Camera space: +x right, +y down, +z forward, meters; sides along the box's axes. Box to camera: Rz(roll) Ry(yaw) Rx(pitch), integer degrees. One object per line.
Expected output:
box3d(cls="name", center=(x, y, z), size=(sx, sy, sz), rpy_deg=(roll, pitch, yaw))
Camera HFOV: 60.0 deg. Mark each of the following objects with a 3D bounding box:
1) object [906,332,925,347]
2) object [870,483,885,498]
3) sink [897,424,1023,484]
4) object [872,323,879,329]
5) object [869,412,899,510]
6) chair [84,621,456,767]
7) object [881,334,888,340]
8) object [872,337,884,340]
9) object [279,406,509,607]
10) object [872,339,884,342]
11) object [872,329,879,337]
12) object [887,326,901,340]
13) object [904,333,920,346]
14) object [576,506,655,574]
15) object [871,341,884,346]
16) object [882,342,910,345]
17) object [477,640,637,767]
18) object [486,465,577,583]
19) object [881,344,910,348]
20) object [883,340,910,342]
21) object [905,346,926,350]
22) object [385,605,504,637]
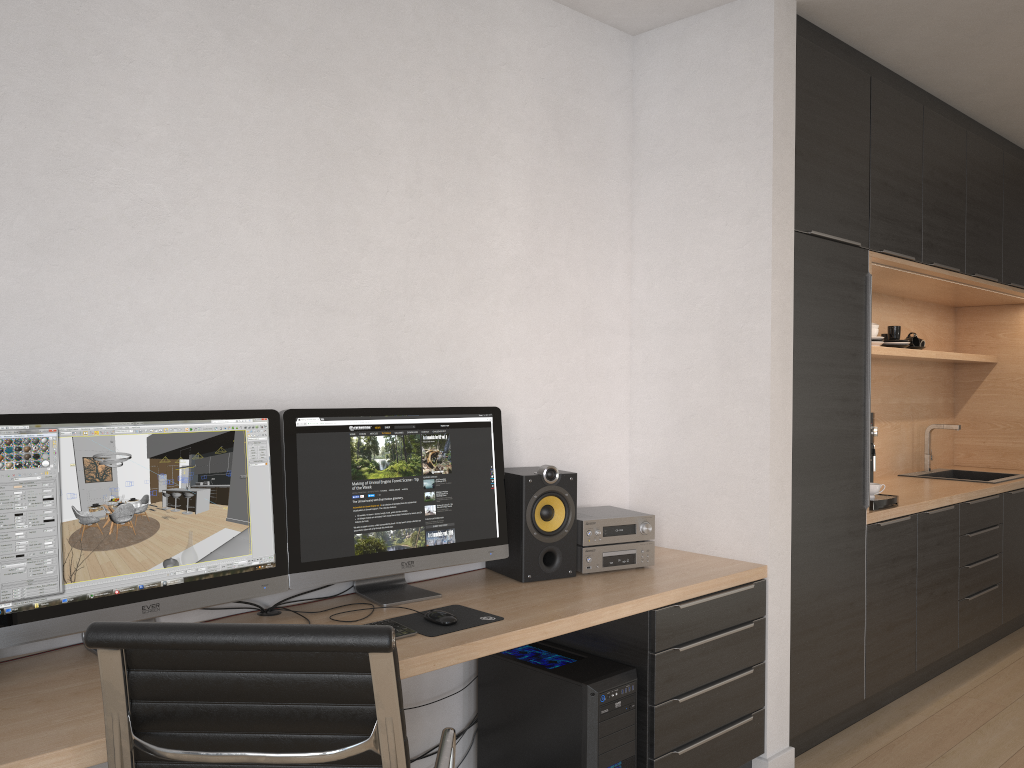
box3d(cls="object", center=(2.259, -0.244, 4.969), size=(0.066, 0.093, 0.100), rpy_deg=(1, 0, -34))
box3d(cls="object", center=(1.513, 0.451, 3.758), size=(0.095, 0.057, 0.099), rpy_deg=(1, 0, -41))
box3d(cls="sink", center=(2.596, 0.495, 5.081), size=(0.626, 0.518, 0.512), rpy_deg=(0, 0, -44))
box3d(cls="object", center=(1.796, -0.281, 4.466), size=(0.095, 0.075, 0.098), rpy_deg=(1, 0, -32))
box3d(cls="object", center=(1.498, 0.320, 4.021), size=(0.618, 0.398, 0.584), rpy_deg=(0, 0, -44))
box3d(cls="chair", center=(-0.425, 0.853, 1.614), size=(0.664, 0.991, 0.699), rpy_deg=(1, 0, 7))
box3d(cls="object", center=(2.072, -0.230, 4.874), size=(0.066, 0.092, 0.084), rpy_deg=(1, 0, -38))
box3d(cls="object", center=(1.796, -0.223, 4.466), size=(0.145, 0.025, 0.145), rpy_deg=(1, 0, 33))
box3d(cls="object", center=(-0.324, 0.334, 2.520), size=(0.716, 0.535, 0.190), rpy_deg=(1, 0, -39))
box3d(cls="object", center=(1.797, -0.209, 4.469), size=(0.145, 0.025, 0.145), rpy_deg=(1, 0, 33))
box3d(cls="object", center=(1.796, -0.247, 4.470), size=(0.095, 0.057, 0.099), rpy_deg=(1, 0, 18))
box3d(cls="object", center=(2.037, -0.263, 4.725), size=(0.066, 0.092, 0.084), rpy_deg=(1, 0, 15))
box3d(cls="object", center=(2.208, -0.239, 4.931), size=(0.066, 0.093, 0.100), rpy_deg=(1, 0, -29))
box3d(cls="object", center=(0.289, 0.519, 2.975), size=(0.285, 0.174, 0.270), rpy_deg=(1, 0, -29))
box3d(cls="object", center=(1.796, -0.198, 4.466), size=(0.145, 0.025, 0.145), rpy_deg=(1, 0, 33))
box3d(cls="object", center=(2.045, -0.208, 4.731), size=(0.145, 0.025, 0.145), rpy_deg=(1, 0, -31))
box3d(cls="object", center=(0.134, 1.091, 2.670), size=(0.215, 0.527, 0.474), rpy_deg=(0, 0, -44))
box3d(cls="object", center=(0.062, 0.428, 2.838), size=(0.198, 0.354, 0.249), rpy_deg=(1, 0, -29))
box3d(cls="object", center=(2.042, -0.196, 4.730), size=(0.145, 0.025, 0.145), rpy_deg=(1, 0, -31))
box3d(cls="object", center=(2.042, -0.220, 4.730), size=(0.145, 0.025, 0.145), rpy_deg=(1, 0, -31))
box3d(cls="object", center=(2.228, -0.195, 4.945), size=(0.145, 0.025, 0.145), rpy_deg=(1, 0, -42))
box3d(cls="object", center=(-0.173, 0.602, 2.265), size=(0.250, 0.002, 0.200), rpy_deg=(0, 0, -44))
